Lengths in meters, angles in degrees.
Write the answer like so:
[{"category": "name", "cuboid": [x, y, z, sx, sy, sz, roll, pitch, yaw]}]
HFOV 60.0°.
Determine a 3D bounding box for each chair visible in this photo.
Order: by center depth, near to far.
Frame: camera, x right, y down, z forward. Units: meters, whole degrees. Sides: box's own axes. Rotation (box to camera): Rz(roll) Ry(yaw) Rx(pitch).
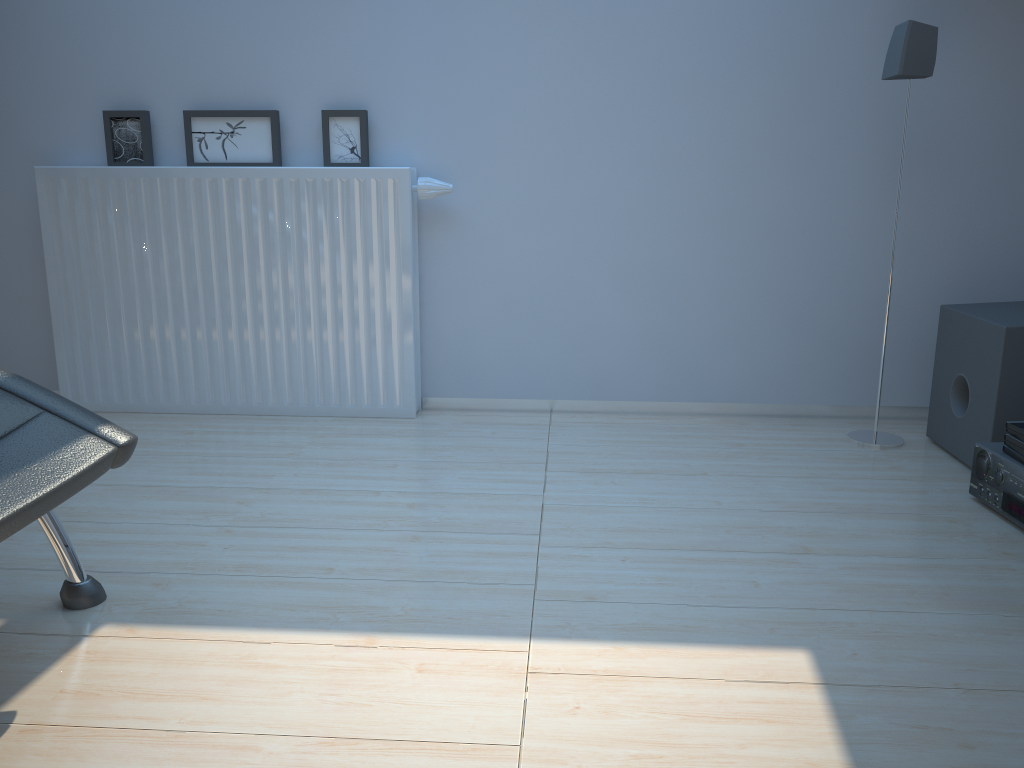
[{"category": "chair", "cuboid": [-1.604, -0.139, 1.178, 1.938, 1.251, 0.836, 1, 13, 4]}]

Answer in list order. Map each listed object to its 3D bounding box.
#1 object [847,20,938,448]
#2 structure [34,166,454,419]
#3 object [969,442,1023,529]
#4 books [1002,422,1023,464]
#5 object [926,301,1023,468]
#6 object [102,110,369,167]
[{"category": "object", "cuboid": [1.095, -0.405, 2.540, 0.158, 1.181, 0.160, 1, 13, 4]}, {"category": "structure", "cuboid": [-0.846, -0.298, 2.900, 1.324, 0.800, 0.120, 1, 13, 4]}, {"category": "object", "cuboid": [1.298, 0.258, 1.955, 0.358, 0.138, 0.450, 0, 13, -1]}, {"category": "books", "cuboid": [-0.469, 0.519, 0.631, 4.790, 0.222, 1.045, -7, 15, -28]}, {"category": "object", "cuboid": [1.438, -0.001, 2.431, 0.401, 0.424, 0.400, 1, 13, 4]}, {"category": "object", "cuboid": [-0.877, -0.776, 2.821, 0.846, 0.180, 0.030, 1, 13, 4]}]
